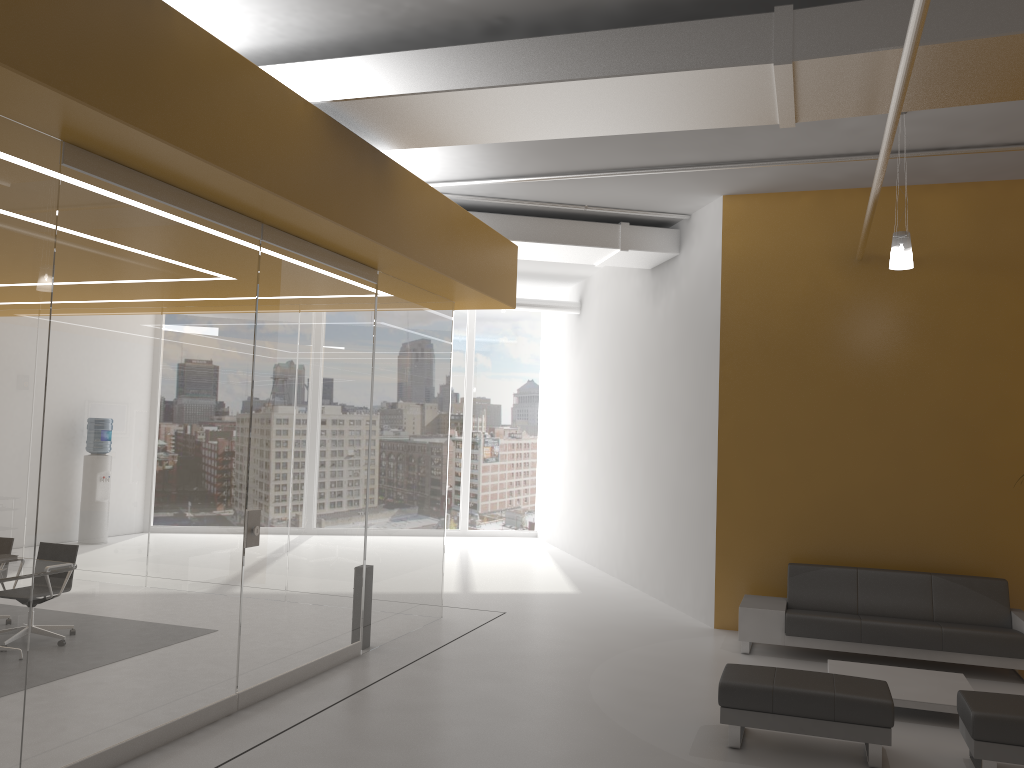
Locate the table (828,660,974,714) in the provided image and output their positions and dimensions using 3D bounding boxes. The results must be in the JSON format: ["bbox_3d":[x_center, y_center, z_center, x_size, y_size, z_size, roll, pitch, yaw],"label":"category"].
[{"bbox_3d":[2.900,2.305,6.633,1.000,0.150,1.000,1,-4,19],"label":"table"}]

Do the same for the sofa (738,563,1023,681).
[{"bbox_3d":[3.304,2.095,7.977,2.400,0.761,0.860,1,-4,19],"label":"sofa"}]

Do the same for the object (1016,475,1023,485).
[{"bbox_3d":[4.007,1.390,5.861,0.912,1.956,1.222,4,-4,-31],"label":"object"}]

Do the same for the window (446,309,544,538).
[{"bbox_3d":[-2.232,0.561,16.565,8.533,4.498,0.100,3,-4,-11],"label":"window"}]

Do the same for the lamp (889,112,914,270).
[{"bbox_3d":[3.006,-1.501,6.837,0.174,1.227,0.174,4,-4,-30],"label":"lamp"}]

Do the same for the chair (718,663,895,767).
[{"bbox_3d":[1.837,2.067,5.585,1.012,0.423,0.575,1,-4,19],"label":"chair"}]

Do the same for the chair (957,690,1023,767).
[{"bbox_3d":[3.164,2.083,5.113,1.012,0.423,0.575,1,-4,19],"label":"chair"}]
